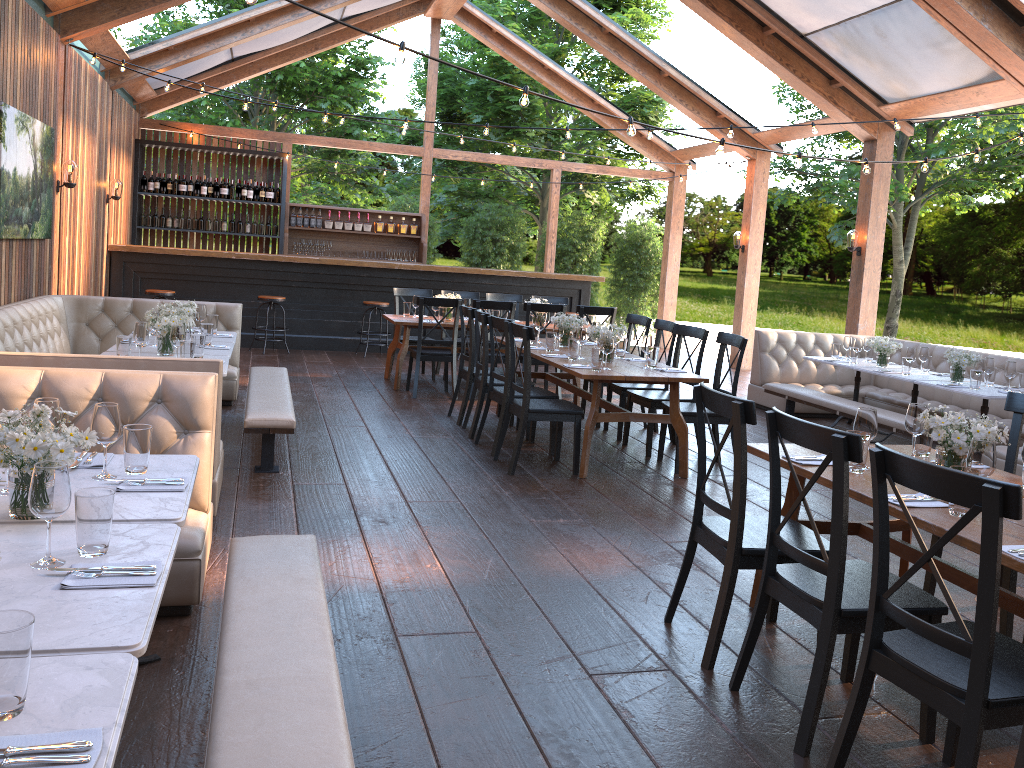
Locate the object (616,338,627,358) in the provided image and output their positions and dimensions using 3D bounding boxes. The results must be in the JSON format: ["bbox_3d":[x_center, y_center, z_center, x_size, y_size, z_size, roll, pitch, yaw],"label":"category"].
[{"bbox_3d":[0.886,-0.294,7.187,0.092,0.157,0.092,5,5,10],"label":"object"}]

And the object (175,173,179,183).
[{"bbox_3d":[-5.138,-3.053,13.538,0.087,0.332,0.088,1,6,-36],"label":"object"}]

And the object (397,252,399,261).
[{"bbox_3d":[-1.866,-2.107,14.504,0.073,0.180,0.074,0,7,-42],"label":"object"}]

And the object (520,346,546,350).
[{"bbox_3d":[0.205,-0.306,7.413,0.255,0.019,0.159,2,8,-16],"label":"object"}]

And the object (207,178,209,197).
[{"bbox_3d":[-4.708,-3.035,13.701,0.077,0.307,0.078,1,6,-37],"label":"object"}]

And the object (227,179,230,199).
[{"bbox_3d":[-4.428,-3.034,13.778,0.081,0.322,0.081,1,6,-37],"label":"object"}]

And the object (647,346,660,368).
[{"bbox_3d":[1.055,-0.203,6.626,0.092,0.157,0.092,7,6,30],"label":"object"}]

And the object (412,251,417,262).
[{"bbox_3d":[-1.595,-2.083,14.473,0.073,0.180,0.074,0,7,-42],"label":"object"}]

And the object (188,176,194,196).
[{"bbox_3d":[-4.896,-3.016,13.489,0.077,0.305,0.077,4,5,0],"label":"object"}]

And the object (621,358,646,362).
[{"bbox_3d":[0.971,-0.198,7.053,0.255,0.019,0.159,2,8,-16],"label":"object"}]

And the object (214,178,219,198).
[{"bbox_3d":[-4.528,-3.002,13.564,0.077,0.307,0.078,1,6,-37],"label":"object"}]

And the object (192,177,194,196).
[{"bbox_3d":[-4.931,-3.033,13.605,0.075,0.301,0.076,4,5,1],"label":"object"}]

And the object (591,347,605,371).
[{"bbox_3d":[0.597,-0.172,6.191,0.092,0.157,0.092,6,6,20],"label":"object"}]

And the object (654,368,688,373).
[{"bbox_3d":[1.143,-0.106,6.482,0.255,0.019,0.159,2,8,-16],"label":"object"}]

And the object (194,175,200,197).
[{"bbox_3d":[-4.801,-3.018,13.486,0.081,0.322,0.081,1,6,-37],"label":"object"}]

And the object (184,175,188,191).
[{"bbox_3d":[-5.033,-3.053,13.615,0.081,0.322,0.081,1,6,-37],"label":"object"}]

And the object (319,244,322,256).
[{"bbox_3d":[-3.062,-2.145,14.170,0.070,0.184,0.070,3,5,-12],"label":"object"}]

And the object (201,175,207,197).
[{"bbox_3d":[-4.704,-3.020,13.520,0.087,0.332,0.088,1,6,-36],"label":"object"}]

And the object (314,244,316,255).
[{"bbox_3d":[-3.143,-2.148,14.153,0.070,0.184,0.070,3,5,-12],"label":"object"}]

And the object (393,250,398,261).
[{"bbox_3d":[-1.899,-2.092,14.390,0.073,0.180,0.074,0,7,-42],"label":"object"}]

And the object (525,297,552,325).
[{"bbox_3d":[0.297,-0.827,10.058,0.337,0.308,0.330,6,7,17],"label":"object"}]

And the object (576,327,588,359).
[{"bbox_3d":[0.538,-0.317,6.867,0.092,0.243,0.092,6,5,26],"label":"object"}]

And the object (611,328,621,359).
[{"bbox_3d":[0.822,-0.328,7.097,0.092,0.243,0.092,6,5,26],"label":"object"}]

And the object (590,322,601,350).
[{"bbox_3d":[0.718,-0.411,7.610,0.092,0.243,0.092,6,5,26],"label":"object"}]

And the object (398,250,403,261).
[{"bbox_3d":[-1.822,-2.092,14.421,0.073,0.180,0.074,0,7,-42],"label":"object"}]

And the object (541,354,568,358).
[{"bbox_3d":[0.362,-0.223,6.913,0.255,0.019,0.159,2,8,-16],"label":"object"}]

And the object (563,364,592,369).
[{"bbox_3d":[0.503,-0.130,6.336,0.255,0.019,0.159,2,8,-16],"label":"object"}]

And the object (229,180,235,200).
[{"bbox_3d":[-4.318,-2.995,13.645,0.075,0.301,0.076,1,6,-33],"label":"object"}]

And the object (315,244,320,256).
[{"bbox_3d":[-3.094,-2.131,14.060,0.070,0.184,0.070,3,5,-12],"label":"object"}]

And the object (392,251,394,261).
[{"bbox_3d":[-1.938,-2.107,14.474,0.073,0.180,0.074,0,7,-42],"label":"object"}]

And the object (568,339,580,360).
[{"bbox_3d":[0.471,-0.264,6.767,0.092,0.157,0.092,5,5,10],"label":"object"}]

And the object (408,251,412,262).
[{"bbox_3d":[-1.671,-2.089,14.481,0.073,0.180,0.074,0,7,-42],"label":"object"}]

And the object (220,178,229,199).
[{"bbox_3d":[-4.433,-3.009,13.642,0.137,0.314,0.136,8,6,36],"label":"object"}]

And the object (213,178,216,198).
[{"bbox_3d":[-4.587,-3.022,13.666,0.078,0.310,0.078,2,5,-21],"label":"object"}]

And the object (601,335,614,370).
[{"bbox_3d":[0.675,-0.225,6.296,0.092,0.243,0.092,7,6,32],"label":"object"}]

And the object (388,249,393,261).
[{"bbox_3d":[-1.978,-2.096,14.377,0.073,0.180,0.074,0,7,-42],"label":"object"}]

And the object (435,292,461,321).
[{"bbox_3d":[-0.720,-0.860,9.788,0.330,0.308,0.337,9,8,39],"label":"object"}]

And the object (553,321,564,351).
[{"bbox_3d":[0.383,-0.398,7.356,0.092,0.243,0.092,6,5,26],"label":"object"}]

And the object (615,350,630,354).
[{"bbox_3d":[0.867,-0.281,7.566,0.255,0.019,0.159,2,8,-16],"label":"object"}]

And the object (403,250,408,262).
[{"bbox_3d":[-1.743,-2.089,14.444,0.073,0.180,0.074,0,7,-42],"label":"object"}]

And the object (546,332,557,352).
[{"bbox_3d":[0.318,-0.346,7.258,0.092,0.157,0.092,5,5,10],"label":"object"}]

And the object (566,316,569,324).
[{"bbox_3d":[0.522,-0.504,8.158,0.092,0.243,0.092,6,5,26],"label":"object"}]

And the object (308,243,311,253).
[{"bbox_3d":[-3.236,-2.151,14.129,0.070,0.184,0.070,3,5,-12],"label":"object"}]

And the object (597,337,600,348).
[{"bbox_3d":[0.782,-0.377,7.700,0.092,0.157,0.092,5,5,10],"label":"object"}]

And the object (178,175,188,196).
[{"bbox_3d":[-5.014,-3.028,13.491,0.137,0.314,0.136,8,6,36],"label":"object"}]

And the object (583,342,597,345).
[{"bbox_3d":[0.680,-0.375,8.122,0.255,0.019,0.159,2,8,-16],"label":"object"}]

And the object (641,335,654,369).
[{"bbox_3d":[0.996,-0.235,6.520,0.092,0.243,0.092,7,6,32],"label":"object"}]

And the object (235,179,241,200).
[{"bbox_3d":[-4.228,-3.004,13.669,0.081,0.322,0.081,1,6,-37],"label":"object"}]

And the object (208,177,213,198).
[{"bbox_3d":[-4.626,-3.013,13.583,0.078,0.310,0.078,2,5,-21],"label":"object"}]

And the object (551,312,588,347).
[{"bbox_3d":[0.482,-0.483,7.766,0.338,0.308,0.329,10,9,41],"label":"object"}]

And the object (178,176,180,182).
[{"bbox_3d":[-5.134,-3.053,13.628,0.077,0.305,0.077,4,5,0],"label":"object"}]

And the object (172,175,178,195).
[{"bbox_3d":[-5.098,-3.015,13.401,0.075,0.301,0.076,4,5,1],"label":"object"}]

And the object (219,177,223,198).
[{"bbox_3d":[-4.518,-3.038,13.739,0.087,0.332,0.088,1,6,-36],"label":"object"}]

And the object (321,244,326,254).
[{"bbox_3d":[-3.006,-2.130,14.099,0.070,0.184,0.070,3,5,-12],"label":"object"}]

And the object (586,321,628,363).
[{"bbox_3d":[0.715,-0.319,6.744,0.329,0.308,0.338,6,7,18],"label":"object"}]

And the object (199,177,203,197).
[{"bbox_3d":[-4.798,-3.030,13.615,0.137,0.314,0.136,8,6,36],"label":"object"}]

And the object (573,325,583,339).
[{"bbox_3d":[0.608,-0.469,8.251,0.092,0.157,0.092,5,5,10],"label":"object"}]
